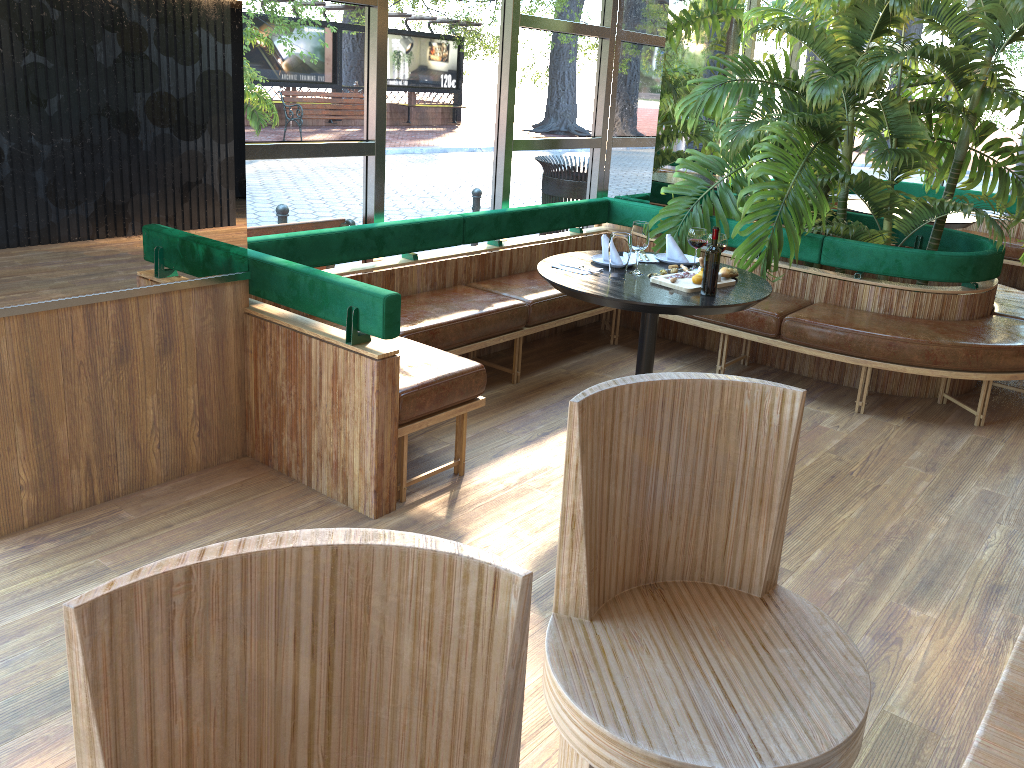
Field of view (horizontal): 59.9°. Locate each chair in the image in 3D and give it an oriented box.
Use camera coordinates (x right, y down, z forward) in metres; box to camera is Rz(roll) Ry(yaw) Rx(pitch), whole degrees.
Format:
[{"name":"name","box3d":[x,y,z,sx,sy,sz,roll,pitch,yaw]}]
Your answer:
[{"name":"chair","box3d":[-0.206,0.715,0.889,0.539,0.946,0.568,7,17,12]},{"name":"chair","box3d":[0.326,0.527,1.536,0.577,0.946,0.530,-11,22,-41]}]

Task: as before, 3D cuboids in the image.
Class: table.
[{"name":"table","box3d":[0.646,-0.161,4.268,1.092,0.733,1.134,6,19,6]},{"name":"table","box3d":[3.231,-1.076,7.421,1.077,0.733,1.150,10,19,16]}]

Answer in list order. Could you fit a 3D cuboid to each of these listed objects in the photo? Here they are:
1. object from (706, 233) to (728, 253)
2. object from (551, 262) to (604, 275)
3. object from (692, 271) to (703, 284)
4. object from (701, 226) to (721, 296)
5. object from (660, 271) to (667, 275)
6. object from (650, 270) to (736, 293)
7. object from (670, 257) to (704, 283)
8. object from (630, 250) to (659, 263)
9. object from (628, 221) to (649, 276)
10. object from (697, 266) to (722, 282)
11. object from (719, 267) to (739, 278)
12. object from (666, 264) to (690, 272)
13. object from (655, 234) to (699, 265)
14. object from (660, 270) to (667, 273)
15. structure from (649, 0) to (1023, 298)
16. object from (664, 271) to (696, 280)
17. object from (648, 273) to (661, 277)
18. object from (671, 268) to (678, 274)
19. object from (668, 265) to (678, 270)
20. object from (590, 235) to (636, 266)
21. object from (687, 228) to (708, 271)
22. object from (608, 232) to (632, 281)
[{"name":"object","box3d":[0.970,-0.615,4.233,0.099,0.196,0.108,12,18,25]},{"name":"object","box3d":[0.321,-0.541,4.139,0.247,0.018,0.166,19,24,35]},{"name":"object","box3d":[0.865,-0.497,4.022,0.094,0.063,0.175,7,19,8]},{"name":"object","box3d":[0.864,-0.531,3.832,0.072,0.292,0.066,-8,19,-35]},{"name":"object","box3d":[0.708,-0.512,4.131,0.040,0.030,0.032,-5,20,-27]},{"name":"object","box3d":[0.830,-0.471,4.062,0.372,0.019,0.232,-13,26,-41]},{"name":"object","box3d":[0.786,-0.511,3.957,0.136,0.121,0.105,10,18,17]},{"name":"object","box3d":[0.662,-0.656,4.538,0.158,0.018,0.260,4,20,-2]},{"name":"object","box3d":[0.587,-0.630,4.122,0.090,0.239,0.097,9,17,19]},{"name":"object","box3d":[0.909,-0.516,4.123,0.063,0.037,0.201,-1,20,-16]},{"name":"object","box3d":[1.017,-0.521,4.170,0.056,0.070,0.223,13,21,27]},{"name":"object","box3d":[0.806,-0.548,4.257,0.134,0.028,0.096,-10,24,-36]},{"name":"object","box3d":[0.844,-0.680,4.490,0.227,0.135,0.244,11,20,20]},{"name":"object","box3d":[0.718,-0.531,4.204,0.039,0.019,0.032,-11,24,-38]},{"name":"structure","box3d":[2.375,-1.869,5.716,2.366,3.355,2.807,11,18,21]},{"name":"object","box3d":[0.786,-0.500,4.086,0.099,0.013,0.233,21,25,38]},{"name":"object","box3d":[0.653,-0.504,4.121,0.060,0.013,0.157,16,23,30]},{"name":"object","box3d":[0.768,-0.533,4.203,0.031,0.032,0.039,16,21,33]},{"name":"object","box3d":[0.783,-0.566,4.308,0.048,0.024,0.024,-9,22,-34]},{"name":"object","box3d":[0.501,-0.650,4.324,0.227,0.135,0.244,11,20,20]},{"name":"object","box3d":[0.900,-0.658,4.338,0.099,0.196,0.108,12,18,25]},{"name":"object","box3d":[0.482,-0.572,3.988,0.108,0.204,0.105,-2,17,-17]}]
